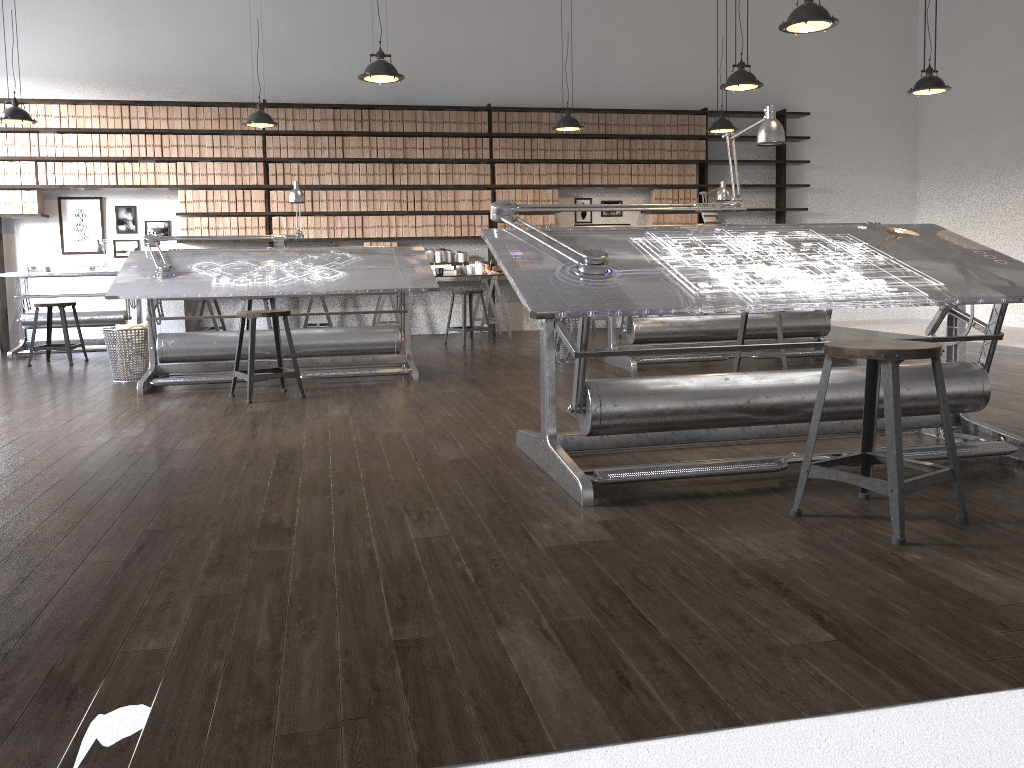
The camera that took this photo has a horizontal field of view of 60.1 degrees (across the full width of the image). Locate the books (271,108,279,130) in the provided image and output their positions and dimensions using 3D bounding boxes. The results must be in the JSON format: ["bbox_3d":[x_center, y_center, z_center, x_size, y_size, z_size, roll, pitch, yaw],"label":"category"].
[{"bbox_3d":[-2.425,-2.696,9.066,0.067,0.225,0.175,-2,6,-12],"label":"books"}]

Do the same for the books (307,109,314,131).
[{"bbox_3d":[-2.079,-2.713,9.141,0.067,0.225,0.175,-2,6,-12],"label":"books"}]

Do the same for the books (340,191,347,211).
[{"bbox_3d":[-1.763,-1.905,9.273,0.067,0.225,0.175,-2,6,-12],"label":"books"}]

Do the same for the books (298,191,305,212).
[{"bbox_3d":[-2.184,-1.885,9.191,0.067,0.224,0.175,-2,6,-12],"label":"books"}]

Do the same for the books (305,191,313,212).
[{"bbox_3d":[-2.110,-1.888,9.201,0.067,0.225,0.175,-2,6,-12],"label":"books"}]

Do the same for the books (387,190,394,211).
[{"bbox_3d":[-1.289,-1.928,9.373,0.067,0.224,0.175,-2,6,-12],"label":"books"}]

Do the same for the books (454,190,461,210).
[{"bbox_3d":[-0.599,-1.962,9.525,0.067,0.224,0.175,-2,6,-12],"label":"books"}]

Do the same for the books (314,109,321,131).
[{"bbox_3d":[-2.009,-2.717,9.158,0.067,0.224,0.175,-2,6,-12],"label":"books"}]

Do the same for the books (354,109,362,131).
[{"bbox_3d":[-1.609,-2.737,9.246,0.067,0.224,0.175,-2,6,-12],"label":"books"}]

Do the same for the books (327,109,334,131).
[{"bbox_3d":[-1.881,-2.722,9.182,0.067,0.225,0.175,-2,6,-12],"label":"books"}]

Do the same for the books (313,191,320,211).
[{"bbox_3d":[-2.038,-1.892,9.222,0.067,0.224,0.175,-2,6,-12],"label":"books"}]

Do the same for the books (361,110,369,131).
[{"bbox_3d":[-1.534,-2.739,9.257,0.067,0.225,0.175,-2,6,-12],"label":"books"}]

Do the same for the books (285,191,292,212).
[{"bbox_3d":[-2.309,-1.878,9.157,0.067,0.225,0.175,-2,6,-12],"label":"books"}]

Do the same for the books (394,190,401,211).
[{"bbox_3d":[-1.218,-1.931,9.388,0.067,0.225,0.175,-2,6,-12],"label":"books"}]

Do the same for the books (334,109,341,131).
[{"bbox_3d":[-1.817,-2.726,9.202,0.067,0.224,0.175,-2,6,-12],"label":"books"}]

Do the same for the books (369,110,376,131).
[{"bbox_3d":[-1.463,-2.744,9.277,0.067,0.224,0.175,-2,6,-12],"label":"books"}]

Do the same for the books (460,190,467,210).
[{"bbox_3d":[-0.537,-1.965,9.536,0.067,0.224,0.175,-2,6,-12],"label":"books"}]

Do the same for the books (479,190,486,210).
[{"bbox_3d":[-0.336,-1.975,9.583,0.067,0.224,0.175,-2,6,-12],"label":"books"}]

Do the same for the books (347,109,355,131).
[{"bbox_3d":[-1.677,-2.733,9.227,0.067,0.224,0.175,-2,6,-12],"label":"books"}]

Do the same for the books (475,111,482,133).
[{"bbox_3d":[-0.377,-2.796,9.507,0.067,0.224,0.175,-2,6,-12],"label":"books"}]

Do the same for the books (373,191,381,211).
[{"bbox_3d":[-1.430,-1.922,9.351,0.067,0.224,0.175,-2,6,-12],"label":"books"}]

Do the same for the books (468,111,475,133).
[{"bbox_3d":[-0.446,-2.793,9.492,0.067,0.224,0.175,-2,6,-12],"label":"books"}]

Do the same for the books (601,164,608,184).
[{"bbox_3d":[1.003,-2.321,9.840,0.067,0.224,0.175,-2,6,-12],"label":"books"}]

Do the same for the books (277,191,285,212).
[{"bbox_3d":[-2.379,-1.875,9.142,0.067,0.224,0.175,-2,6,-12],"label":"books"}]

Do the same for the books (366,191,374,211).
[{"bbox_3d":[-1.498,-1.918,9.335,0.067,0.224,0.175,-2,6,-12],"label":"books"}]

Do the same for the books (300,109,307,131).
[{"bbox_3d":[-2.149,-2.710,9.131,0.067,0.224,0.175,-2,6,-12],"label":"books"}]

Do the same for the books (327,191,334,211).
[{"bbox_3d":[-1.899,-1.899,9.250,0.067,0.224,0.175,-2,6,-12],"label":"books"}]

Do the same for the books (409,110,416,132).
[{"bbox_3d":[-1.055,-2.763,9.357,0.067,0.225,0.175,-2,6,-12],"label":"books"}]

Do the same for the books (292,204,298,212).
[{"bbox_3d":[-2.248,-1.882,9.175,0.067,0.224,0.175,-2,6,-12],"label":"books"}]

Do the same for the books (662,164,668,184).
[{"bbox_3d":[1.692,-2.355,9.985,0.067,0.224,0.175,-2,6,-12],"label":"books"}]

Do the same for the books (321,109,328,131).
[{"bbox_3d":[-1.947,-2.720,9.173,0.067,0.224,0.175,-2,6,-12],"label":"books"}]

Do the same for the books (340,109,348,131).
[{"bbox_3d":[-1.747,-2.730,9.217,0.067,0.224,0.175,-2,6,-12],"label":"books"}]

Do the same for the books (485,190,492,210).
[{"bbox_3d":[-0.271,-1.977,9.589,0.067,0.225,0.175,-2,6,-12],"label":"books"}]

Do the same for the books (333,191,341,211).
[{"bbox_3d":[-1.830,-1.902,9.265,0.067,0.224,0.175,-2,6,-12],"label":"books"}]

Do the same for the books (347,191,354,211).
[{"bbox_3d":[-1.699,-1.909,9.292,0.067,0.224,0.175,-2,6,-12],"label":"books"}]

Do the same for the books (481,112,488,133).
[{"bbox_3d":[-0.307,-2.799,9.517,0.067,0.224,0.175,-2,6,-12],"label":"books"}]

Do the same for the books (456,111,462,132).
[{"bbox_3d":[-0.577,-2.787,9.463,0.067,0.224,0.175,-2,6,-12],"label":"books"}]

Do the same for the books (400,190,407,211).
[{"bbox_3d":[-1.158,-1.935,9.406,0.067,0.224,0.175,-2,6,-12],"label":"books"}]

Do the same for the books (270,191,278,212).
[{"bbox_3d":[-2.451,-1.872,9.131,0.067,0.224,0.175,-2,6,-12],"label":"books"}]

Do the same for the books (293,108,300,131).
[{"bbox_3d":[-2.217,-2.707,9.118,0.067,0.224,0.175,-2,6,-12],"label":"books"}]

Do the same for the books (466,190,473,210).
[{"bbox_3d":[-0.471,-1.968,9.548,0.067,0.225,0.175,-2,6,-12],"label":"books"}]

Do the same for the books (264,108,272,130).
[{"bbox_3d":[-2.488,-2.693,9.058,0.067,0.224,0.175,-2,6,-12],"label":"books"}]

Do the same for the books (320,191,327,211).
[{"bbox_3d":[-1.968,-1.895,9.232,0.067,0.224,0.175,-2,6,-12],"label":"books"}]

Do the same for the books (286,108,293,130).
[{"bbox_3d":[-2.285,-2.703,9.100,0.067,0.224,0.175,-2,6,-12],"label":"books"}]

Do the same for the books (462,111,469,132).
[{"bbox_3d":[-0.511,-2.789,9.472,0.067,0.225,0.175,-2,6,-12],"label":"books"}]

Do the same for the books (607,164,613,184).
[{"bbox_3d":[1.070,-2.325,9.858,0.067,0.224,0.175,-2,6,-12],"label":"books"}]

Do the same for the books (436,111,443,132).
[{"bbox_3d":[-0.778,-2.777,9.421,0.067,0.224,0.175,-2,6,-12],"label":"books"}]

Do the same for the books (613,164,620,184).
[{"bbox_3d":[1.139,-2.328,9.870,0.067,0.224,0.175,-2,6,-12],"label":"books"}]

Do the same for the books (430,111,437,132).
[{"bbox_3d":[-0.847,-2.774,9.408,0.067,0.224,0.175,-2,6,-12],"label":"books"}]

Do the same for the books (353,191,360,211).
[{"bbox_3d":[-1.637,-1.911,9.303,0.067,0.224,0.175,-2,6,-12],"label":"books"}]

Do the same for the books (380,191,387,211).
[{"bbox_3d":[-1.361,-1.925,9.362,0.067,0.224,0.175,-2,6,-12],"label":"books"}]

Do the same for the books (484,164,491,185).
[{"bbox_3d":[-0.279,-2.253,9.571,0.067,0.224,0.175,-2,6,-12],"label":"books"}]

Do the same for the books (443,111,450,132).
[{"bbox_3d":[-0.709,-2.780,9.432,0.067,0.225,0.175,-2,6,-12],"label":"books"}]

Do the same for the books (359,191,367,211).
[{"bbox_3d":[-1.566,-1.914,9.316,0.067,0.225,0.175,-2,6,-12],"label":"books"}]

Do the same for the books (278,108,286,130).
[{"bbox_3d":[-2.355,-2.699,9.082,0.067,0.224,0.175,-2,6,-12],"label":"books"}]

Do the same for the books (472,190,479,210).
[{"bbox_3d":[-0.403,-1.972,9.566,0.067,0.224,0.175,-2,6,-12],"label":"books"}]
